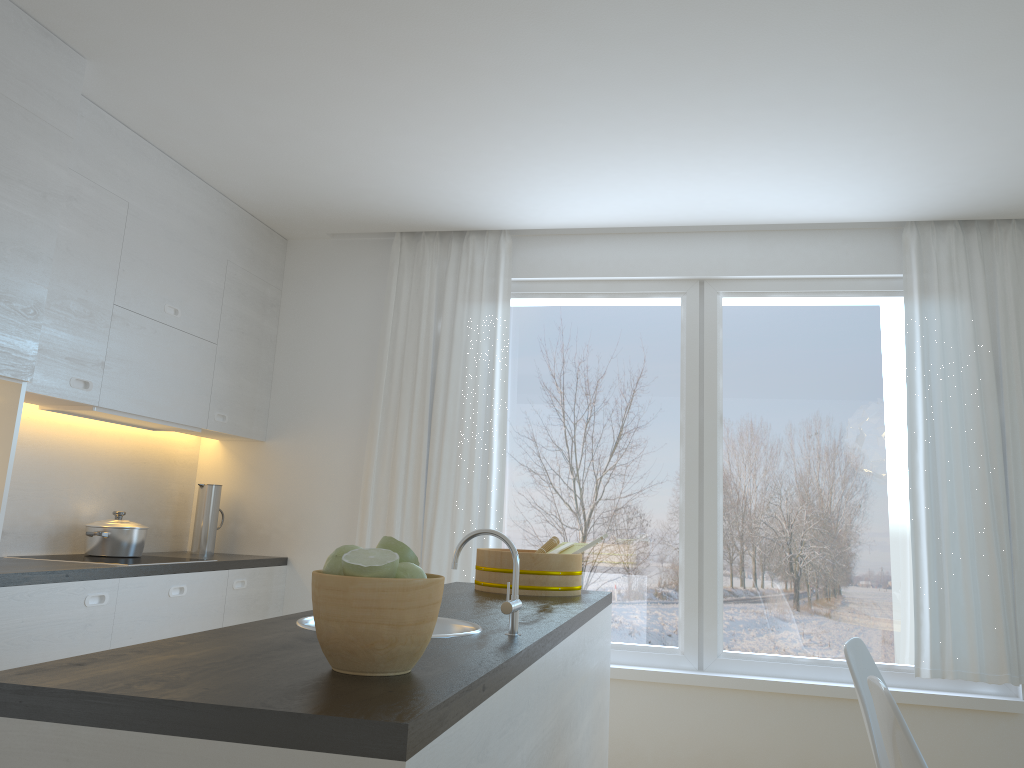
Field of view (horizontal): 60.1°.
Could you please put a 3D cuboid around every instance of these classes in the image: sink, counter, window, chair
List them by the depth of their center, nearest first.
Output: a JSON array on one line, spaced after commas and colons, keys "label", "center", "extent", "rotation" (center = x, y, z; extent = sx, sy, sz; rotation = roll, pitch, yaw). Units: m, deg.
[{"label": "sink", "center": [-0.267, 0.596, 1.904], "extent": [0.402, 0.159, 0.401], "rotation": [10, -12, -35]}, {"label": "counter", "center": [-0.167, 0.595, 2.209], "extent": [0.600, 0.040, 2.372], "rotation": [1, -9, 12]}, {"label": "chair", "center": [1.194, 1.180, 2.368], "extent": [0.522, 0.913, 0.425], "rotation": [-4, -14, 32]}, {"label": "counter", "center": [-1.676, 0.765, 3.755], "extent": [0.600, 0.040, 1.977], "rotation": [1, -9, 12]}, {"label": "window", "center": [0.946, 0.414, 4.424], "extent": [2.726, 1.943, 0.087], "rotation": [1, -12, 12]}]

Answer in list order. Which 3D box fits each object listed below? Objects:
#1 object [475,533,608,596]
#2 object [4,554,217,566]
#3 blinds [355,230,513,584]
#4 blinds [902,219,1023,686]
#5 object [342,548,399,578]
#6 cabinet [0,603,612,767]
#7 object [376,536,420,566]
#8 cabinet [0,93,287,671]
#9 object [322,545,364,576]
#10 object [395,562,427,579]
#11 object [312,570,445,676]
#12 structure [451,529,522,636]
[{"label": "object", "center": [0.077, 0.629, 3.159], "extent": [0.377, 0.217, 0.426], "rotation": [-5, -13, 40]}, {"label": "object", "center": [-1.677, 0.748, 3.763], "extent": [0.562, 0.013, 0.646], "rotation": [1, -9, 12]}, {"label": "blinds", "center": [-0.404, 0.181, 4.562], "extent": [0.795, 2.188, 0.148], "rotation": [0, -13, 12]}, {"label": "blinds", "center": [2.201, 0.223, 4.002], "extent": [0.795, 2.188, 0.148], "rotation": [0, -13, 12]}, {"label": "object", "center": [-0.213, 0.280, 1.324], "extent": [0.085, 0.066, 0.083], "rotation": [-2, -11, 24]}, {"label": "cabinet", "center": [-0.190, 1.064, 2.106], "extent": [0.600, 0.921, 2.372], "rotation": [0, -10, 12]}, {"label": "object", "center": [-0.190, 0.286, 1.451], "extent": [0.077, 0.072, 0.073], "rotation": [-5, -13, 36]}, {"label": "cabinet", "center": [-1.723, 0.352, 3.240], "extent": [0.481, 2.330, 3.163], "rotation": [0, -11, 12]}, {"label": "object", "center": [-0.251, 0.305, 1.401], "extent": [0.086, 0.100, 0.101], "rotation": [-4, -13, 33]}, {"label": "object", "center": [-0.172, 0.321, 1.381], "extent": [0.081, 0.086, 0.097], "rotation": [7, -11, -23]}, {"label": "object", "center": [-0.211, 0.366, 1.367], "extent": [0.204, 0.144, 0.204], "rotation": [8, -11, -26]}, {"label": "structure", "center": [-0.060, 0.416, 1.873], "extent": [0.162, 0.218, 0.095], "rotation": [0, -12, 12]}]
